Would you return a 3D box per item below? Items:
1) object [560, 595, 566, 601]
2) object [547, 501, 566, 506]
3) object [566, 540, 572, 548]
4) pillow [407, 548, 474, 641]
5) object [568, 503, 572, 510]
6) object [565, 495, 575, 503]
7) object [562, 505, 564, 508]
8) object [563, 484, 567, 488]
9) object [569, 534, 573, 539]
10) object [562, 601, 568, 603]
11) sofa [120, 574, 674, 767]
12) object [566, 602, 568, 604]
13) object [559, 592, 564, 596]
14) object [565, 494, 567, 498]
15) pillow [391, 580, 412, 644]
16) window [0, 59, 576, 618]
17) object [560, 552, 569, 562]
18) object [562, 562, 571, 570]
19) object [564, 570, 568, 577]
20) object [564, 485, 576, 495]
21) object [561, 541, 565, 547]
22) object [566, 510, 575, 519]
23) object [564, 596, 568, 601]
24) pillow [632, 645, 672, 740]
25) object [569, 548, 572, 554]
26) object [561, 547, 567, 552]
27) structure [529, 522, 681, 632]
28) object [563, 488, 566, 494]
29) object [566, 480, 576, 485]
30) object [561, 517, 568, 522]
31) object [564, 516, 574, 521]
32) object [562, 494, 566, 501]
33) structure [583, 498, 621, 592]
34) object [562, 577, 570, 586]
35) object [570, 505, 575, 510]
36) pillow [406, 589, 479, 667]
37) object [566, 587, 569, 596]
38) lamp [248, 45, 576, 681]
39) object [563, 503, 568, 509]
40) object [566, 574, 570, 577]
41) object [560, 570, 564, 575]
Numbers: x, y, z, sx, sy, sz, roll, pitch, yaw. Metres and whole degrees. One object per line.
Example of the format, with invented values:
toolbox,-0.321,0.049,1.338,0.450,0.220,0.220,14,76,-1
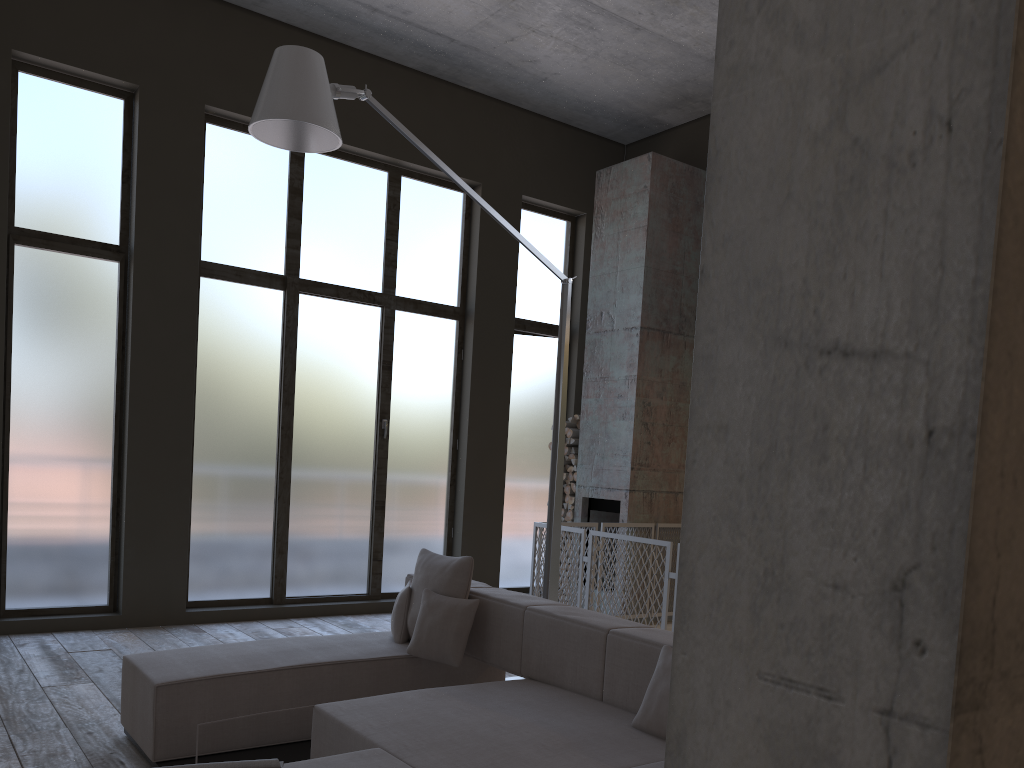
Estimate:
object,0.712,2.309,9.474,0.437,0.080,0.114,7,-4,-37
object,0.570,1.289,9.505,0.424,0.073,0.071,7,-3,-35
object,0.785,1.700,9.346,0.481,0.084,0.093,7,-3,-35
pillow,-0.429,1.218,4.947,0.222,0.559,0.561,2,0,-34
object,0.784,1.314,9.360,0.424,0.067,0.067,7,-3,-35
object,0.768,1.238,9.394,0.439,0.094,0.092,7,-3,-35
object,0.654,1.370,9.567,0.457,0.090,0.090,7,-3,-35
object,0.709,1.104,9.447,0.361,0.075,0.064,7,-2,-34
object,0.805,1.622,9.361,0.437,0.080,0.114,7,-4,-37
object,0.714,2.380,9.462,0.457,0.090,0.090,7,-3,-37
sofa,-0.754,1.391,3.585,3.025,0.787,2.988,7,-6,-36
object,0.762,2.369,9.389,0.439,0.092,0.091,7,-3,-37
object,0.662,2.301,9.562,0.364,0.087,0.101,7,-3,-37
object,0.745,1.228,9.471,0.364,0.087,0.101,7,-3,-35
pillow,-0.635,1.354,5.173,0.151,0.377,0.368,3,-1,-3
window,-3.104,-0.218,7.034,9.247,4.187,0.207,6,1,-37
object,0.658,1.849,9.406,0.295,0.107,0.098,7,-2,-37
object,0.726,1.956,9.437,0.439,0.094,0.092,7,-3,-35
object,0.741,2.031,9.403,0.424,0.067,0.067,7,-3,-35
object,0.700,1.132,9.363,0.295,0.107,0.098,7,-2,-37
object,0.664,1.727,9.481,0.437,0.080,0.114,7,-4,-37
object,0.717,1.382,9.268,0.294,0.103,0.100,7,-3,-37
object,0.744,2.279,9.399,0.424,0.073,0.071,7,-3,-37
pillow,0.665,1.247,3.468,0.187,0.360,0.369,2,0,-36
object,0.763,1.807,9.316,0.365,0.126,0.063,6,0,-34
object,0.684,1.777,9.424,0.334,0.057,0.088,7,-4,-35
structure,2.240,1.709,6.597,1.935,0.936,4.414,6,-5,-36
object,0.620,1.169,9.559,0.457,0.090,0.090,7,-3,-34
object,0.726,1.059,9.381,0.334,0.057,0.088,7,-4,-35
object,0.683,1.458,9.476,0.361,0.075,0.064,7,-2,-38
object,0.740,1.441,9.391,0.365,0.068,0.121,7,-4,-35
object,0.676,1.243,9.548,0.437,0.080,0.114,7,-4,-35
structure,0.960,1.629,8.908,0.056,0.931,0.572,1,2,-36
object,0.675,2.100,9.311,0.294,0.103,0.100,7,-3,-37
object,0.726,1.306,9.257,0.251,0.048,0.062,7,-4,-37
pillow,-0.368,1.301,4.683,0.375,0.374,0.169,3,2,27
object,0.739,2.210,9.340,0.365,0.126,0.063,6,0,-34
lamp,-0.295,0.242,5.070,0.750,3.438,2.637,6,2,42
object,0.736,1.319,9.425,0.424,0.067,0.067,7,-3,-35
object,0.683,2.024,9.300,0.251,0.048,0.062,7,-4,-37
object,0.694,2.036,9.468,0.424,0.067,0.067,7,-3,-35
